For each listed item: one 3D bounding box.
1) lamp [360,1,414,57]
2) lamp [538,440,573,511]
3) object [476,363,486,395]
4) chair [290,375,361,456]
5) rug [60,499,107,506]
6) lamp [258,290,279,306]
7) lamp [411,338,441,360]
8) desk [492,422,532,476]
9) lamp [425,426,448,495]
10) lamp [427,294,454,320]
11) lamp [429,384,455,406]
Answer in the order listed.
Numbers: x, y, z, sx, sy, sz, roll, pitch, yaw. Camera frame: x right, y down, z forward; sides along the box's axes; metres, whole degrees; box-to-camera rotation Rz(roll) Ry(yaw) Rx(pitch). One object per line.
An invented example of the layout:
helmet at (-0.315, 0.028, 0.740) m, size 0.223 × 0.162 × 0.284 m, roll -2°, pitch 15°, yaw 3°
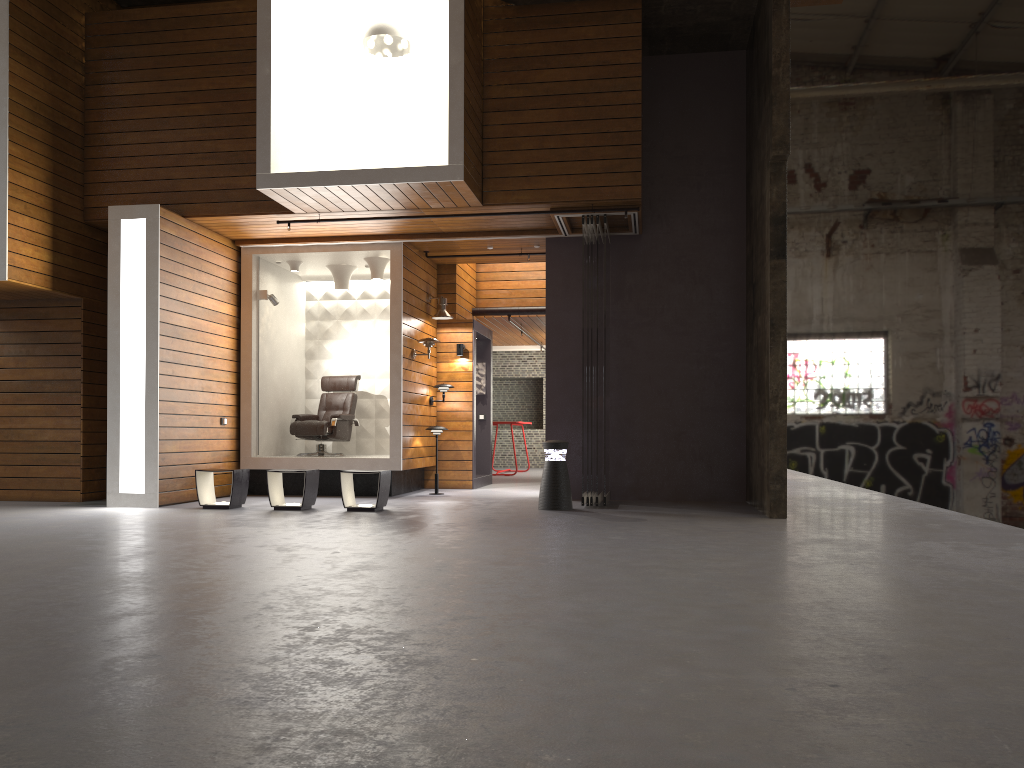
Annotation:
lamp at (-1.256, -3.891, 8.915) m, size 0.530 × 0.986 × 0.530 m, roll 0°, pitch -1°, yaw 21°
lamp at (0.438, 0.910, 8.916) m, size 0.348 × 0.696 × 0.348 m, roll 0°, pitch -1°, yaw 15°
object at (-0.587, -0.079, 13.310) m, size 0.380 × 0.478 × 0.048 m, roll 0°, pitch 0°, yaw 9°
chair at (-2.437, 0.403, 11.593) m, size 0.755 × 1.071 × 0.825 m, roll 0°, pitch -2°, yaw 24°
rug at (-4.319, 1.301, 9.927) m, size 0.540 × 0.014 × 1.579 m, roll 0°, pitch -3°, yaw 9°
lamp at (-2.972, -1.054, 10.839) m, size 0.249 × 0.188 × 0.129 m, roll 1°, pitch -2°, yaw -22°
lamp at (-1.048, -0.435, 10.845) m, size 0.351 × 0.271 × 0.288 m, roll 0°, pitch -2°, yaw 9°
desk at (-0.148, 1.214, 16.727) m, size 0.844 × 0.984 × 1.718 m, roll 0°, pitch -3°, yaw 9°
lamp at (-0.939, 0.945, 11.045) m, size 0.287 × 0.862 × 0.288 m, roll 0°, pitch -1°, yaw -5°
lamp at (-0.935, -1.022, 11.588) m, size 0.346 × 0.331 × 0.295 m, roll 0°, pitch -2°, yaw 11°
lamp at (-0.923, 0.136, 11.721) m, size 0.326 × 0.297 × 0.288 m, roll 0°, pitch -2°, yaw 9°
